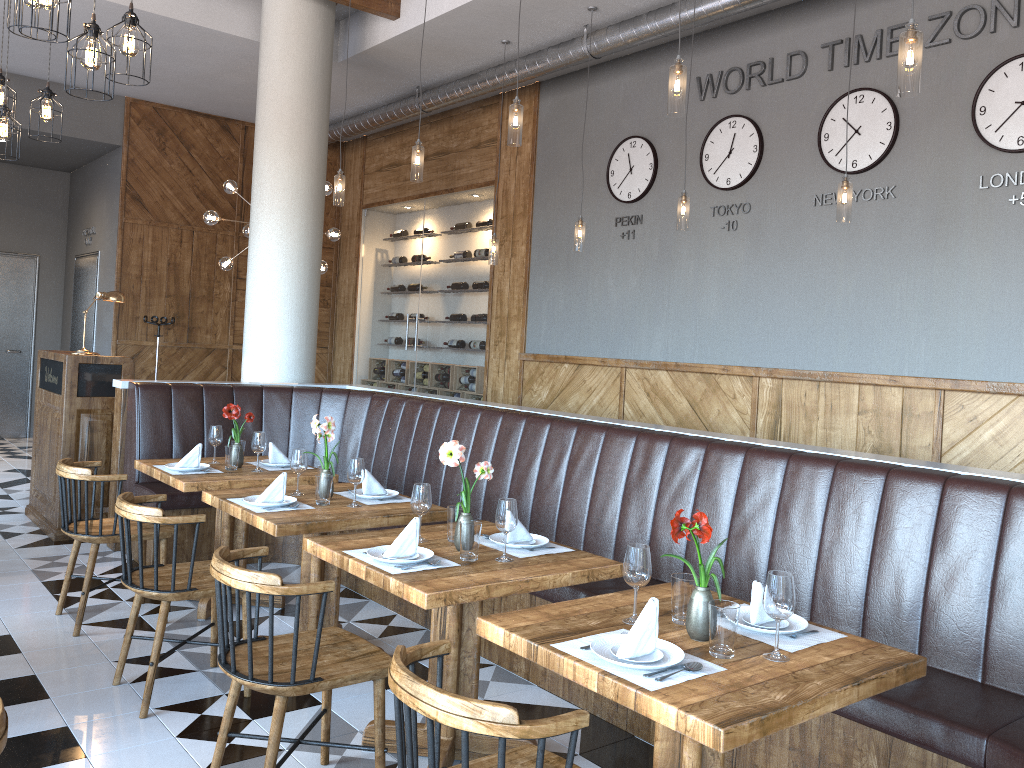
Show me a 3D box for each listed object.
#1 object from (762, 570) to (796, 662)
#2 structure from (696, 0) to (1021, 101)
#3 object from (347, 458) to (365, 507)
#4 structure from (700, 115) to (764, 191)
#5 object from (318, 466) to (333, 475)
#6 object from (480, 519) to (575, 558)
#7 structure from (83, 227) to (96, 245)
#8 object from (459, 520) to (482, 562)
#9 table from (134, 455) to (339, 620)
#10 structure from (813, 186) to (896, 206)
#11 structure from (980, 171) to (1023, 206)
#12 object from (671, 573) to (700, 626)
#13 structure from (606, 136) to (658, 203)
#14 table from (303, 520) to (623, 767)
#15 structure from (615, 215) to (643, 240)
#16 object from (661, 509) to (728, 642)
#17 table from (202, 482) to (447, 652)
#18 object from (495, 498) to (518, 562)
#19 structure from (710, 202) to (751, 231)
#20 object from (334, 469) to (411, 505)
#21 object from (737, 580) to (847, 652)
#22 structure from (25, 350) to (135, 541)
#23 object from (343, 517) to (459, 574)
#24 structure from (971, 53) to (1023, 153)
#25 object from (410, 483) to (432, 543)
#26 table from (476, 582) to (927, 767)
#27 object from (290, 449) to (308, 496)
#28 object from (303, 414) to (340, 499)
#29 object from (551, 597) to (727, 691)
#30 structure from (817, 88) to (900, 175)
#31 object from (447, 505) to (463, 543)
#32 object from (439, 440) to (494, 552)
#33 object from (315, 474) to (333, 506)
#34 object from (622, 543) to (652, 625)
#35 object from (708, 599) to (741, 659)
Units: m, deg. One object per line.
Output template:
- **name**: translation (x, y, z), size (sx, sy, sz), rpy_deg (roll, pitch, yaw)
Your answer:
- **object**: translation (0.680, 0.591, 2.261), size (0.081, 0.215, 0.081), rpy_deg (3, 0, 20)
- **structure**: translation (2.293, -2.214, 5.870), size (0.033, 0.199, 2.733), rpy_deg (3, 2, -39)
- **object**: translation (-0.707, 0.445, 4.005), size (0.081, 0.215, 0.081), rpy_deg (3, 0, -8)
- **structure**: translation (1.640, -1.732, 6.641), size (0.046, 0.560, 0.561), rpy_deg (3, 1, -39)
- **object**: translation (-0.898, 0.466, 4.259), size (0.080, 0.132, 0.080), rpy_deg (3, 1, -39)
- **object**: translation (0.031, 0.548, 3.407), size (0.271, 0.137, 0.352), rpy_deg (2, 2, -38)
- **structure**: translation (-5.166, -1.808, 10.824), size (0.025, 0.197, 0.566), rpy_deg (3, 2, -39)
- **object**: translation (-0.148, 0.553, 3.115), size (0.080, 0.132, 0.080), rpy_deg (3, 1, -34)
- **table**: translation (-1.575, 0.848, 4.976), size (0.849, 0.764, 0.851), rpy_deg (2, 2, -39)
- **structure**: translation (2.257, -1.239, 5.854), size (0.021, 0.080, 0.584), rpy_deg (3, 2, -39)
- **structure**: translation (2.896, -1.112, 5.047), size (0.021, 0.200, 0.444), rpy_deg (3, 1, -39)
- **object**: translation (0.489, 0.612, 2.515), size (0.080, 0.132, 0.080), rpy_deg (3, 1, -39)
- **structure**: translation (1.004, -1.799, 7.441), size (0.046, 0.560, 0.561), rpy_deg (3, 1, -39)
- **table**: translation (-0.211, 0.992, 3.259), size (0.849, 0.764, 0.851), rpy_deg (2, 2, -39)
- **structure**: translation (0.980, -1.314, 7.456), size (0.021, 0.197, 0.306), rpy_deg (3, 1, -39)
- **object**: translation (0.480, 0.506, 2.366), size (0.171, 0.355, 0.156), rpy_deg (3, 0, -36)
- **table**: translation (-0.889, 0.920, 4.112), size (0.849, 0.764, 0.851), rpy_deg (2, 2, -39)
- **object**: translation (-0.022, 0.517, 3.143), size (0.081, 0.215, 0.081), rpy_deg (3, 0, 15)
- **structure**: translation (1.631, -1.245, 6.638), size (0.021, 0.200, 0.369), rpy_deg (3, 1, -39)
- **object**: translation (-0.659, 0.476, 4.275), size (0.271, 0.137, 0.352), rpy_deg (2, 2, -38)
- **object**: translation (0.729, 0.622, 2.529), size (0.271, 0.137, 0.352), rpy_deg (2, 2, -38)
- **structure**: translation (-3.225, 0.417, 6.770), size (0.644, 1.300, 1.047), rpy_deg (3, 1, -39)
- **object**: translation (-0.385, 0.538, 3.087), size (0.271, 0.137, 0.352), rpy_deg (2, 2, -38)
- **structure**: translation (2.912, -1.598, 5.042), size (0.046, 0.560, 0.561), rpy_deg (3, 1, -39)
- **object**: translation (-0.348, 0.489, 3.378), size (0.081, 0.215, 0.081), rpy_deg (3, 0, 15)
- **table**: translation (0.476, 1.064, 2.396), size (0.849, 0.764, 0.851), rpy_deg (2, 2, -39)
- **object**: translation (-1.016, 0.419, 4.217), size (0.081, 0.215, 0.081), rpy_deg (3, 0, 43)
- **object**: translation (-0.883, 0.338, 4.114), size (0.146, 0.400, 0.207), rpy_deg (3, 0, -31)
- **object**: translation (0.313, 0.612, 2.209), size (0.271, 0.137, 0.352), rpy_deg (2, 2, -38)
- **structure**: translation (2.276, -1.665, 5.842), size (0.046, 0.560, 0.561), rpy_deg (3, 1, -39)
- **object**: translation (-0.213, 0.538, 3.397), size (0.080, 0.132, 0.080), rpy_deg (3, 1, -39)
- **object**: translation (-0.178, 0.411, 3.271), size (0.206, 0.400, 0.146), rpy_deg (3, 0, -36)
- **object**: translation (-0.850, 0.479, 3.997), size (0.080, 0.132, 0.080), rpy_deg (4, 1, 36)
- **object**: translation (0.351, 0.563, 2.499), size (0.081, 0.215, 0.081), rpy_deg (3, 0, -30)
- **object**: translation (0.537, 0.625, 2.253), size (0.080, 0.132, 0.080), rpy_deg (4, 1, 36)
